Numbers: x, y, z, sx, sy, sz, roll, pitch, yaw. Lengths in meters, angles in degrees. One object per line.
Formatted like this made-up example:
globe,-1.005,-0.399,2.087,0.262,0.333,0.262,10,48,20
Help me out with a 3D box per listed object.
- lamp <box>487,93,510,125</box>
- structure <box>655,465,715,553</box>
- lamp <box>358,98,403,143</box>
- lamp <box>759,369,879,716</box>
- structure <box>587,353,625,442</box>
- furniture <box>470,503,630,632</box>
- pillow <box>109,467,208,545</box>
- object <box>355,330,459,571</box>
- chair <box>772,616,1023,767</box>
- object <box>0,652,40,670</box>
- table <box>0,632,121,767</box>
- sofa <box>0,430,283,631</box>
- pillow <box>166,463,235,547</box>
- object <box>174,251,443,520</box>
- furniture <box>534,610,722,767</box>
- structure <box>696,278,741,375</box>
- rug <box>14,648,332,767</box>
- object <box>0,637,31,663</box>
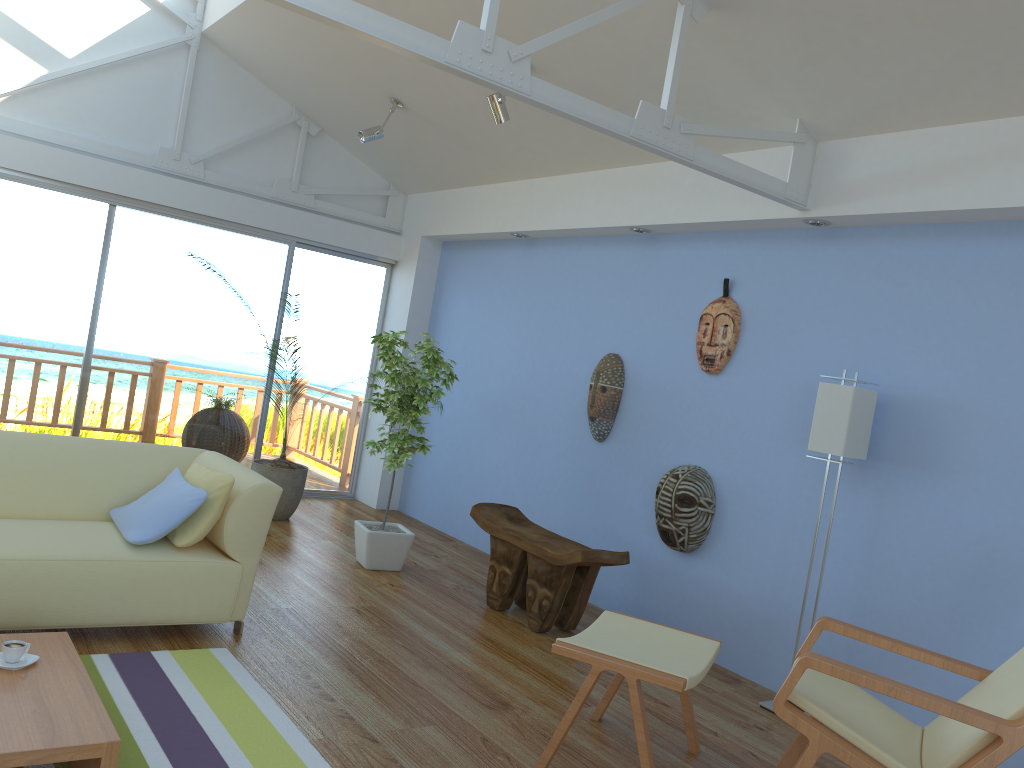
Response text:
lamp,-0.030,-1.538,4.663,0.195,0.351,0.127,9,1,-18
structure,0.863,0.651,4.651,0.185,0.466,0.359,9,1,-36
lamp,-0.859,-1.709,5.784,0.254,0.327,0.118,9,1,-18
lamp,1.347,0.692,3.863,0.200,1.520,0.200,9,1,-36
structure,0.526,0.076,5.296,0.115,0.541,0.254,9,1,-36
furniture,0.136,0.987,4.671,0.329,0.507,1.100,9,1,-35
pillow,-1.488,0.503,3.693,0.272,0.244,0.566,9,1,-33
object,-0.659,0.386,5.205,0.495,1.409,0.699,10,1,7
chair,1.273,0.973,2.720,0.859,0.982,0.632,10,1,24
object,-1.433,0.794,2.543,0.118,0.016,0.118,10,1,9
table,-1.535,0.886,2.291,0.800,0.198,0.800,9,1,-36
sofa,-2.214,0.504,3.342,2.448,0.597,0.950,9,1,-36
pillow,-1.375,0.484,3.756,0.201,0.311,0.559,9,1,-36
object,-1.411,0.098,6.068,1.706,1.695,1.563,9,1,-45
furniture,0.419,1.102,3.092,0.449,0.427,0.619,10,1,24
structure,1.078,-0.306,4.667,0.063,0.508,0.264,9,1,-36
rug,-1.563,0.991,2.304,2.100,0.018,1.400,9,1,-36
object,-1.423,0.757,2.551,0.062,0.077,0.086,10,1,24
